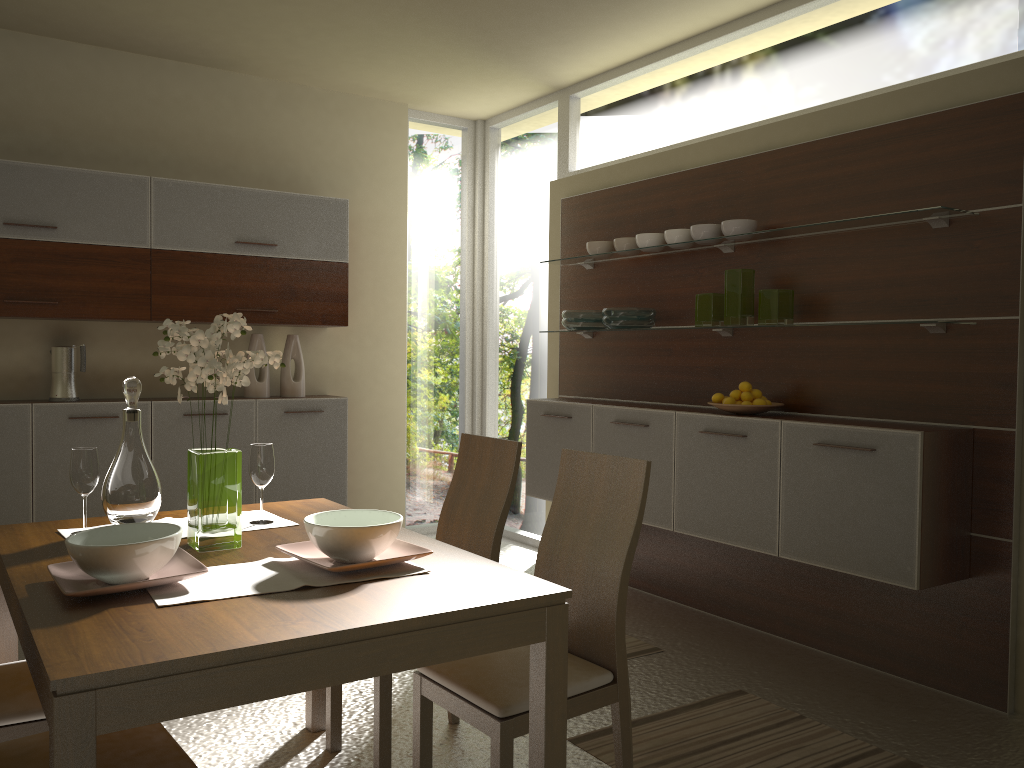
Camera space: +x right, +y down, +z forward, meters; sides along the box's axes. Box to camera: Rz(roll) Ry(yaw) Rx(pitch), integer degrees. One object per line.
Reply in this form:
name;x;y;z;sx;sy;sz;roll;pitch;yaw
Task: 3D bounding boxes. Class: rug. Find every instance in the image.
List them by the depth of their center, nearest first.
rug;0.977;1.219;2.551;0.843;0.010;1.613;-1;2;-33
rug;-0.120;1.147;4.341;0.842;0.007;1.613;-1;2;-33

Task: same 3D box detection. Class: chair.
chair;-0.922;0.717;1.743;0.507;1.017;0.404;-1;2;-37
chair;-1.264;0.700;2.145;0.507;1.017;0.404;-1;2;-33
chair;0.058;0.708;2.369;0.507;1.017;0.404;-1;2;-36
chair;-0.281;0.688;2.853;0.507;1.017;0.404;-1;2;-34

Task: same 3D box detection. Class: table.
table;-0.683;0.818;2.225;1.000;0.790;1.411;-1;2;-34

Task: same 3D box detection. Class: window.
window;-1.487;-0.320;3.061;6.429;3.000;4.466;-1;2;-36

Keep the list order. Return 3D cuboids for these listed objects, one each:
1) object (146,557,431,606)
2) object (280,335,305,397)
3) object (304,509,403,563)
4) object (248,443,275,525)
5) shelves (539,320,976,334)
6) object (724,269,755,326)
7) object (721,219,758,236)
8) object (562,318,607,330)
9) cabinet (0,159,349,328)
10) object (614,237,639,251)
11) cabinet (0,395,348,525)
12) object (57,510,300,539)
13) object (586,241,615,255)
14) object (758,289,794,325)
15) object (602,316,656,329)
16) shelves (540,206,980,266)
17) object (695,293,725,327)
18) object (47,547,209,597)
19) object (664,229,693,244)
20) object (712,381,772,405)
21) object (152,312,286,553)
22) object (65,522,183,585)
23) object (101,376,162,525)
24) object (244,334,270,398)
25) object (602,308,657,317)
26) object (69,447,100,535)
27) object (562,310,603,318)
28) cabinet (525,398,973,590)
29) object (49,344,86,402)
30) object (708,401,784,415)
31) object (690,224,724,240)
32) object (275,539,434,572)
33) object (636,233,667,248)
object;-0.512;0.426;2.009;0.589;0.010;0.287;0;2;-31
object;-1.359;-0.113;5.494;0.153;0.384;0.153;1;2;0
object;-0.377;0.368;2.111;0.233;0.101;0.233;3;3;45
object;-0.733;0.291;2.595;0.075;0.232;0.075;1;2;15
shelves;0.950;-0.266;4.274;0.255;0.008;2.463;-1;2;-34
object;1.045;-0.395;4.072;0.099;0.259;0.099;-1;2;-34
object;1.050;-0.711;4.101;0.163;0.077;0.163;1;2;15
object;0.425;-0.334;5.000;0.288;0.068;0.288;1;2;15
cabinet;-2.058;-0.744;4.972;2.318;0.789;0.372;-1;2;-34
object;0.627;-0.737;4.758;0.163;0.077;0.163;1;2;15
cabinet;-2.073;0.596;5.017;2.318;1.018;0.372;-1;2;-34
object;-0.938;0.405;2.516;0.589;0.010;0.287;-1;2;-37
object;0.494;-0.744;4.916;0.163;0.077;0.163;1;2;15
object;1.168;-0.337;3.926;0.112;0.160;0.111;-1;2;-34
object;0.622;-0.323;4.714;0.288;0.068;0.288;1;2;15
shelves;0.955;-0.675;4.261;0.255;0.008;2.463;-1;2;-34
object;0.952;-0.350;4.230;0.111;0.160;0.112;-1;2;-34
object;-0.832;0.411;1.917;0.283;0.041;0.283;-1;2;-34
object;0.841;-0.724;4.421;0.163;0.077;0.163;1;2;8
object;1.044;0.057;4.027;0.259;0.139;0.230;2;2;26
object;-0.761;0.117;2.281;0.304;0.608;0.302;0;2;-31
object;-0.835;0.371;1.914;0.232;0.107;0.233;0;2;-22
object;-1.059;0.191;2.472;0.156;0.426;0.156;1;2;8
object;-1.544;-0.111;5.370;0.153;0.384;0.153;1;2;0
object;0.622;-0.365;4.713;0.288;0.068;0.288;1;2;15
object;-1.156;0.290;2.400;0.075;0.232;0.075;1;2;15
object;0.425;-0.377;4.999;0.288;0.068;0.288;1;2;15
cabinet;0.894;0.411;4.264;0.372;0.570;2.463;-1;2;-34
object;-2.401;-0.062;4.787;0.181;0.305;0.150;0;2;-27
object;1.058;0.112;4.018;0.337;0.053;0.337;1;2;-2
object;0.937;-0.717;4.251;0.163;0.077;0.163;1;2;15
object;-0.377;0.408;2.112;0.283;0.033;0.283;-1;2;-40
object;0.721;-0.730;4.579;0.163;0.077;0.163;1;2;15
